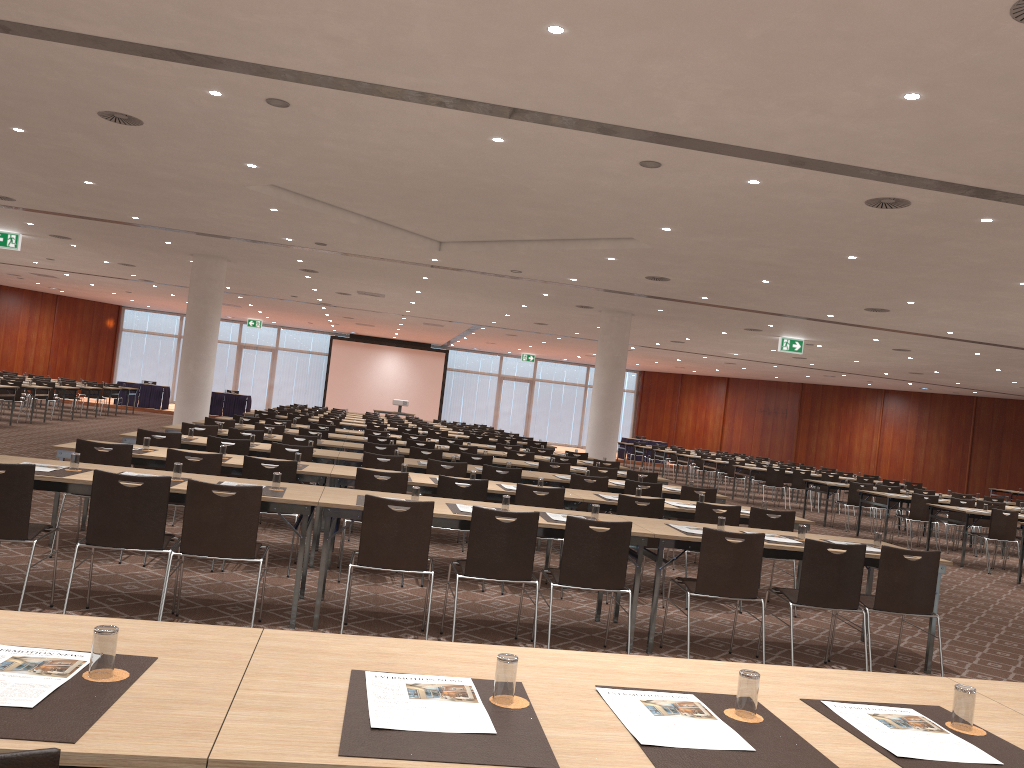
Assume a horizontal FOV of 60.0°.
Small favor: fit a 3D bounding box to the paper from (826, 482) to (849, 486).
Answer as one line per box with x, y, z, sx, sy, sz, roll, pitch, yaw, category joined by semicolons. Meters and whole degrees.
6.474;1.975;17.453;0.460;0.003;0.565;7;-2;-7;paper

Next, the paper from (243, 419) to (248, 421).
-4.725;0.631;15.692;0.283;0.006;0.398;7;-2;-9;paper

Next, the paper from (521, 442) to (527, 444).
0.479;1.355;20.008;0.460;0.003;0.565;7;-2;-13;paper

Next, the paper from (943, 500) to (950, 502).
7.437;2.034;15.579;0.460;0.003;0.565;7;-2;-8;paper

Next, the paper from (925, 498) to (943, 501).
7.398;2.026;15.623;0.283;0.006;0.398;7;-2;-10;paper

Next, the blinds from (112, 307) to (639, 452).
-5.509;-0.012;39.180;22.856;3.816;0.115;7;-1;-9;blinds

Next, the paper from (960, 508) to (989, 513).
7.048;1.928;13.543;0.284;0.006;0.398;7;-2;-12;paper

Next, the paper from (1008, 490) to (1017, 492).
15.046;3.211;26.526;0.283;0.006;0.398;7;-2;-9;paper

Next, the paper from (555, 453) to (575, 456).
1.026;1.322;16.561;0.460;0.003;0.565;7;-2;-8;paper

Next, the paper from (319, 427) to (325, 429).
-3.456;0.782;15.869;0.283;0.006;0.398;7;-2;-9;paper

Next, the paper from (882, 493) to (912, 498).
6.790;1.956;15.466;0.460;0.003;0.565;7;-2;-11;paper

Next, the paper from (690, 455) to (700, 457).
5.182;2.029;24.906;0.283;0.006;0.398;7;-2;-10;paper

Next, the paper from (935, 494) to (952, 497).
8.720;2.244;17.818;0.460;0.003;0.565;7;-2;-12;paper

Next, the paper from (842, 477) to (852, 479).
8.067;2.262;21.342;0.283;0.006;0.398;7;-2;-10;paper

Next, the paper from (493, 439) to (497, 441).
-0.176;1.276;19.891;0.460;0.003;0.565;7;-2;-8;paper

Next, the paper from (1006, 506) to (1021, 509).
8.980;2.217;15.910;0.283;0.006;0.398;7;-2;-8;paper

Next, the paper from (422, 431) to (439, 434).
-1.754;1.087;19.623;0.460;0.003;0.565;7;-2;-8;paper

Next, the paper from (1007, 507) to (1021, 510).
9.060;2.227;15.822;0.460;0.003;0.565;7;-2;-9;paper

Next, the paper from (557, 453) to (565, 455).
0.984;1.314;16.590;0.284;0.006;0.398;7;-2;-11;paper

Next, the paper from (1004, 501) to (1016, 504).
9.966;2.393;18.037;0.460;0.003;0.565;7;-2;-12;paper

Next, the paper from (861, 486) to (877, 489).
7.135;2.054;17.548;0.460;0.003;0.565;7;-2;-8;paper

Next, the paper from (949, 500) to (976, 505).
8.085;2.112;15.700;0.460;0.003;0.565;7;-2;-7;paper

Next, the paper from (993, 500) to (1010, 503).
9.903;2.383;18.057;0.283;0.006;0.398;7;-2;-10;paper

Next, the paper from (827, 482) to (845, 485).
6.398;1.963;17.481;0.283;0.006;0.398;7;-2;-11;paper

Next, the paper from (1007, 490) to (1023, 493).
15.101;3.219;26.459;0.460;0.003;0.565;7;-2;-10;paper

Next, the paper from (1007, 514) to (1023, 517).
7.772;2.018;13.622;0.460;0.003;0.565;7;-2;-9;paper

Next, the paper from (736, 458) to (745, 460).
7.083;2.313;27.223;0.283;0.006;0.398;7;-2;-10;paper

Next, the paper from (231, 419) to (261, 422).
-4.672;0.638;15.594;0.460;0.003;0.565;7;-2;-8;paper

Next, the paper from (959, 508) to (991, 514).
7.143;1.941;13.486;0.460;0.003;0.565;7;-2;-10;paper

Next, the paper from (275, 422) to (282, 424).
-4.084;0.707;15.759;0.283;0.006;0.398;7;-2;-9;paper

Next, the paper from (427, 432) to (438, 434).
-1.789;1.081;19.691;0.283;0.006;0.398;7;-2;-10;paper

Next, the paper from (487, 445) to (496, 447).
-0.304;1.160;16.397;0.283;0.006;0.398;7;-2;-9;paper

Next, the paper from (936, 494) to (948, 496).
8.625;2.231;17.893;0.283;0.006;0.398;7;-2;-9;paper

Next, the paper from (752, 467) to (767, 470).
5.849;1.996;20.949;0.283;0.006;0.398;7;-2;-8;paper

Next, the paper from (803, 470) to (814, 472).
7.775;2.284;23.312;0.283;0.006;0.398;7;-2;-9;paper

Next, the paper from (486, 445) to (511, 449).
-0.217;1.173;16.347;0.460;0.003;0.565;7;-2;-8;paper

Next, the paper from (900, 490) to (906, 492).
7.683;2.117;17.715;0.283;0.006;0.398;7;-2;-8;paper

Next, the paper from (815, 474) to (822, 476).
7.202;2.161;21.133;0.460;0.003;0.565;7;-2;-8;paper

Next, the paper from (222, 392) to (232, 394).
-10.164;0.333;31.994;0.460;0.003;0.565;7;-2;-9;paper

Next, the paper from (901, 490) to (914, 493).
7.728;2.125;17.668;0.460;0.003;0.565;7;-2;-9;paper

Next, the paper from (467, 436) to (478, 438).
-0.859;1.192;19.859;0.283;0.006;0.398;7;-2;-7;paper

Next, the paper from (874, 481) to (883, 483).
8.765;2.348;21.389;0.460;0.003;0.565;7;-2;-12;paper

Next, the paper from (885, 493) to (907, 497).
6.741;1.948;15.520;0.283;0.006;0.398;7;-2;-9;paper

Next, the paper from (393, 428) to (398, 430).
-2.395;1.011;19.547;0.460;0.003;0.565;7;-2;-10;paper

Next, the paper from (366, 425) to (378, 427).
-3.072;0.928;19.509;0.283;0.006;0.398;7;-2;-9;paper

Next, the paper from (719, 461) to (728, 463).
5.566;2.020;22.862;0.460;0.003;0.565;7;-2;-12;paper

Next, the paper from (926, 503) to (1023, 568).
7.692;2.433;13.744;2.267;0.833;0.953;7;-1;-9;paper

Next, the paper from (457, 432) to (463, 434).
-1.111;1.220;21.757;0.460;0.003;0.565;7;-2;-9;paper

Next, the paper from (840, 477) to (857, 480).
8.136;2.272;21.267;0.460;0.003;0.565;7;-2;-12;paper

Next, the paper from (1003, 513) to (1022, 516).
7.698;2.006;13.649;0.283;0.006;0.398;7;-2;-11;paper

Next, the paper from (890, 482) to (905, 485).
9.332;2.413;21.528;0.284;0.006;0.398;7;-2;-12;paper

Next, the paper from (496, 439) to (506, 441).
-0.190;1.272;19.953;0.284;0.006;0.398;7;-2;-12;paper

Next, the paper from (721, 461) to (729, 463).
5.539;2.016;22.958;0.283;0.006;0.398;7;-2;-8;paper

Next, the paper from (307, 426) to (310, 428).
-3.412;0.790;15.812;0.460;0.003;0.565;7;-2;-12;paper

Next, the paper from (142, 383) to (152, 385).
-12.951;-0.001;31.534;0.460;0.003;0.565;7;-2;-9;paper

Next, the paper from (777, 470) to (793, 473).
6.561;2.084;21.013;0.460;0.003;0.565;7;-2;-12;paper

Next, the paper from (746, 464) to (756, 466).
6.211;2.098;22.977;0.460;0.003;0.565;7;-2;-12;paper

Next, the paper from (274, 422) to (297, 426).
-4.057;0.713;15.716;0.460;0.003;0.565;7;-2;-11;paper

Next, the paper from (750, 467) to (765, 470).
5.916;2.006;20.910;0.460;0.003;0.565;7;-2;-8;paper
